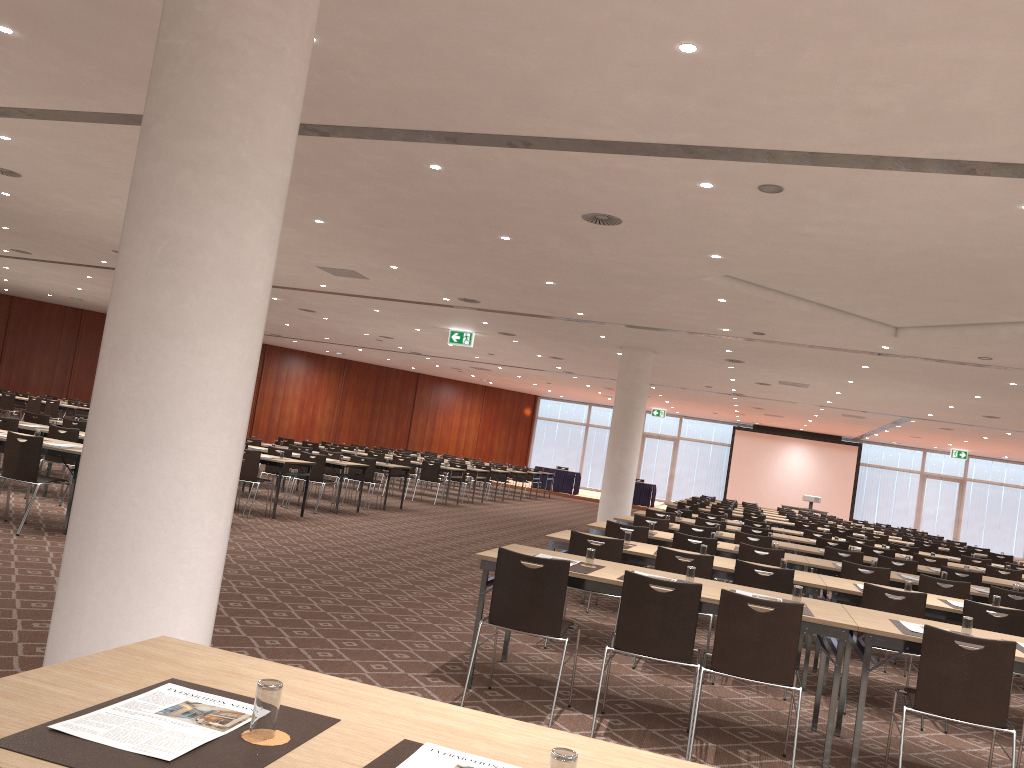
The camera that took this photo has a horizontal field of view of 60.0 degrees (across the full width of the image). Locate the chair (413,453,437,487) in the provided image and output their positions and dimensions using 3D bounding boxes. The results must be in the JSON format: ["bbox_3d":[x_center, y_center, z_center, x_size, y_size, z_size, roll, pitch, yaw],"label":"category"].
[{"bbox_3d":[-2.496,2.540,26.173,0.535,0.939,0.614,8,-4,13],"label":"chair"}]

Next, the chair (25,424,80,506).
[{"bbox_3d":[-5.533,1.006,11.050,0.535,0.939,0.614,8,-4,15],"label":"chair"}]

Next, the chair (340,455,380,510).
[{"bbox_3d":[-2.783,1.803,16.362,0.535,0.939,0.614,8,-4,13],"label":"chair"}]

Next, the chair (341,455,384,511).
[{"bbox_3d":[-2.707,1.813,16.341,0.535,0.939,0.614,8,-4,15],"label":"chair"}]

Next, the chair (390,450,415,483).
[{"bbox_3d":[-3.198,2.440,26.285,0.535,0.939,0.614,8,-4,18],"label":"chair"}]

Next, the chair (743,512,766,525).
[{"bbox_3d":[4.839,3.082,17.896,0.535,0.939,0.614,8,-4,16],"label":"chair"}]

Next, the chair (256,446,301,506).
[{"bbox_3d":[-3.841,1.524,14.712,0.535,0.939,0.614,8,-4,13],"label":"chair"}]

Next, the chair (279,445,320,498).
[{"bbox_3d":[-3.973,1.652,16.814,0.535,0.939,0.614,8,-4,15],"label":"chair"}]

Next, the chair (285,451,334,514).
[{"bbox_3d":[-3.258,1.599,14.505,0.535,0.939,0.614,8,-4,15],"label":"chair"}]

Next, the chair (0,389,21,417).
[{"bbox_3d":[-14.532,0.646,25.521,0.535,0.939,0.614,8,-4,15],"label":"chair"}]

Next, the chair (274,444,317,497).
[{"bbox_3d":[-4.036,1.644,16.832,0.535,0.939,0.614,8,-4,18],"label":"chair"}]

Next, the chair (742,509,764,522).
[{"bbox_3d":[5.359,3.303,19.896,0.535,0.939,0.614,8,-4,17],"label":"chair"}]

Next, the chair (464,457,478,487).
[{"bbox_3d":[-1.436,2.978,30.071,0.535,0.939,0.614,8,-4,14],"label":"chair"}]

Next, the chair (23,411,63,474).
[{"bbox_3d":[-7.220,0.923,13.542,0.535,0.939,0.614,8,-4,18],"label":"chair"}]

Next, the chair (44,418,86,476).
[{"bbox_3d":[-6.565,1.014,13.404,0.535,0.939,0.614,8,-4,14],"label":"chair"}]

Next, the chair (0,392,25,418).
[{"bbox_3d":[-12.883,0.706,22.793,0.535,0.939,0.614,8,-4,15],"label":"chair"}]

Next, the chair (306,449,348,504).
[{"bbox_3d":[-3.408,1.725,16.613,0.535,0.939,0.614,8,-4,13],"label":"chair"}]

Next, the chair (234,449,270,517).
[{"bbox_3d":[-3.819,1.381,12.639,0.535,0.939,0.614,8,-4,17],"label":"chair"}]

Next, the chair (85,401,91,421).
[{"bbox_3d":[-12.710,1.027,26.952,0.535,0.939,0.614,8,-4,16],"label":"chair"}]

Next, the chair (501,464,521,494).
[{"bbox_3d":[0.061,3.174,29.593,0.535,0.939,0.614,8,-4,18],"label":"chair"}]

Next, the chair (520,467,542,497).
[{"bbox_3d":[0.660,3.249,29.342,0.535,0.939,0.614,8,-4,16],"label":"chair"}]

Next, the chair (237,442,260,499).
[{"bbox_3d":[-4.575,1.417,14.795,0.535,0.939,0.614,8,-4,16],"label":"chair"}]

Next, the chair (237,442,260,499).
[{"bbox_3d":[-4.583,1.416,14.798,0.535,0.939,0.614,8,-4,18],"label":"chair"}]

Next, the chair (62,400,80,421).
[{"bbox_3d":[-12.247,0.952,24.885,0.535,0.939,0.614,8,-4,16],"label":"chair"}]

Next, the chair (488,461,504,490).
[{"bbox_3d":[-0.541,3.088,29.677,0.535,0.939,0.614,8,-4,14],"label":"chair"}]

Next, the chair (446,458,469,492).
[{"bbox_3d":[-1.586,2.666,25.981,0.535,0.939,0.614,8,-4,16],"label":"chair"}]

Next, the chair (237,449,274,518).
[{"bbox_3d":[-3.754,1.390,12.621,0.535,0.939,0.614,8,-4,15],"label":"chair"}]

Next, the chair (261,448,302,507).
[{"bbox_3d":[-3.836,1.525,14.710,0.535,0.939,0.614,8,-4,15],"label":"chair"}]

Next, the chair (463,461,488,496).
[{"bbox_3d":[-1.006,2.740,25.758,0.535,0.939,0.614,8,-4,18],"label":"chair"}]

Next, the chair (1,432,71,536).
[{"bbox_3d":[-4.740,0.963,8.719,0.535,0.939,0.614,8,-4,18],"label":"chair"}]

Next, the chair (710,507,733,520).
[{"bbox_3d":[4.235,3.007,18.143,0.535,0.939,0.614,8,-4,16],"label":"chair"}]

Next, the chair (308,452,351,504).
[{"bbox_3d":[-3.361,1.731,16.600,0.535,0.939,0.614,8,-4,16],"label":"chair"}]

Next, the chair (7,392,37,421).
[{"bbox_3d":[-13.902,0.721,25.218,0.535,0.939,0.614,8,-4,13],"label":"chair"}]

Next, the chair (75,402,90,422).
[{"bbox_3d":[-11.744,1.005,24.542,0.535,0.939,0.614,8,-4,16],"label":"chair"}]

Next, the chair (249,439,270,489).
[{"bbox_3d":[-4.987,1.508,16.976,0.535,0.939,0.614,8,-4,16],"label":"chair"}]

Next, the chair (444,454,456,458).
[{"bbox_3d":[-2.136,2.880,30.205,0.535,0.939,0.614,8,-4,14],"label":"chair"}]

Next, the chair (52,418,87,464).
[{"bbox_3d":[-6.523,1.019,13.392,0.535,0.939,0.614,8,-4,14],"label":"chair"}]

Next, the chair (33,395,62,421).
[{"bbox_3d":[-13.179,0.827,25.144,0.535,0.939,0.614,8,-4,17],"label":"chair"}]

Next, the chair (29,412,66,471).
[{"bbox_3d":[-7.182,0.928,13.532,0.535,0.939,0.614,8,-4,16],"label":"chair"}]

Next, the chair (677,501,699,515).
[{"bbox_3d":[3.588,2.917,18.280,0.535,0.939,0.614,8,-4,17],"label":"chair"}]

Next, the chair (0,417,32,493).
[{"bbox_3d":[-6.468,0.877,11.267,0.535,0.939,0.614,8,-4,13],"label":"chair"}]

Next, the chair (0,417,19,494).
[{"bbox_3d":[-6.385,0.889,11.244,0.535,0.939,0.614,8,-4,14],"label":"chair"}]

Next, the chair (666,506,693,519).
[{"bbox_3d":[2.758,2.551,14.895,0.535,0.939,0.614,8,-4,15],"label":"chair"}]

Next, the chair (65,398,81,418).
[{"bbox_3d":[-13.404,0.943,27.273,0.535,0.939,0.614,8,-4,13],"label":"chair"}]

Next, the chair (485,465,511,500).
[{"bbox_3d":[-0.370,2.819,25.497,0.535,0.939,0.614,8,-4,18],"label":"chair"}]

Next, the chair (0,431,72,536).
[{"bbox_3d":[-4.736,0.963,8.718,0.535,0.939,0.614,8,-4,16],"label":"chair"}]

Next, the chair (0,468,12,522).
[{"bbox_3d":[-5.391,0.870,8.824,0.535,0.939,0.614,8,-4,16],"label":"chair"}]

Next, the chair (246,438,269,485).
[{"bbox_3d":[-4.986,1.508,16.976,0.535,0.939,0.614,8,-4,13],"label":"chair"}]

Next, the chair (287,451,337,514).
[{"bbox_3d":[-3.216,1.605,14.493,0.535,0.939,0.614,8,-4,18],"label":"chair"}]

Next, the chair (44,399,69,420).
[{"bbox_3d":[-11.601,0.883,22.511,0.535,0.939,0.614,8,-4,18],"label":"chair"}]

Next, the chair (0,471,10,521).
[{"bbox_3d":[-5.404,0.869,8.828,0.535,0.939,0.614,8,-4,15],"label":"chair"}]

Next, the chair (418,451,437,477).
[{"bbox_3d":[-2.790,2.787,30.304,0.535,0.939,0.614,8,-4,13],"label":"chair"}]

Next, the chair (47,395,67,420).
[{"bbox_3d":[-14.086,0.837,27.260,0.535,0.939,0.614,8,-4,17],"label":"chair"}]

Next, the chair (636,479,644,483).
[{"bbox_3d":[4.609,3.978,32.910,0.535,0.939,0.614,8,-4,18],"label":"chair"}]

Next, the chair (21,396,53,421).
[{"bbox_3d":[-12.209,0.811,22.808,0.535,0.939,0.614,8,-4,18],"label":"chair"}]

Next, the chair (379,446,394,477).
[{"bbox_3d":[-3.771,2.374,26.589,0.535,0.939,0.614,8,-4,13],"label":"chair"}]

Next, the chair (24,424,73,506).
[{"bbox_3d":[-5.546,1.004,11.054,0.535,0.939,0.614,8,-4,15],"label":"chair"}]
